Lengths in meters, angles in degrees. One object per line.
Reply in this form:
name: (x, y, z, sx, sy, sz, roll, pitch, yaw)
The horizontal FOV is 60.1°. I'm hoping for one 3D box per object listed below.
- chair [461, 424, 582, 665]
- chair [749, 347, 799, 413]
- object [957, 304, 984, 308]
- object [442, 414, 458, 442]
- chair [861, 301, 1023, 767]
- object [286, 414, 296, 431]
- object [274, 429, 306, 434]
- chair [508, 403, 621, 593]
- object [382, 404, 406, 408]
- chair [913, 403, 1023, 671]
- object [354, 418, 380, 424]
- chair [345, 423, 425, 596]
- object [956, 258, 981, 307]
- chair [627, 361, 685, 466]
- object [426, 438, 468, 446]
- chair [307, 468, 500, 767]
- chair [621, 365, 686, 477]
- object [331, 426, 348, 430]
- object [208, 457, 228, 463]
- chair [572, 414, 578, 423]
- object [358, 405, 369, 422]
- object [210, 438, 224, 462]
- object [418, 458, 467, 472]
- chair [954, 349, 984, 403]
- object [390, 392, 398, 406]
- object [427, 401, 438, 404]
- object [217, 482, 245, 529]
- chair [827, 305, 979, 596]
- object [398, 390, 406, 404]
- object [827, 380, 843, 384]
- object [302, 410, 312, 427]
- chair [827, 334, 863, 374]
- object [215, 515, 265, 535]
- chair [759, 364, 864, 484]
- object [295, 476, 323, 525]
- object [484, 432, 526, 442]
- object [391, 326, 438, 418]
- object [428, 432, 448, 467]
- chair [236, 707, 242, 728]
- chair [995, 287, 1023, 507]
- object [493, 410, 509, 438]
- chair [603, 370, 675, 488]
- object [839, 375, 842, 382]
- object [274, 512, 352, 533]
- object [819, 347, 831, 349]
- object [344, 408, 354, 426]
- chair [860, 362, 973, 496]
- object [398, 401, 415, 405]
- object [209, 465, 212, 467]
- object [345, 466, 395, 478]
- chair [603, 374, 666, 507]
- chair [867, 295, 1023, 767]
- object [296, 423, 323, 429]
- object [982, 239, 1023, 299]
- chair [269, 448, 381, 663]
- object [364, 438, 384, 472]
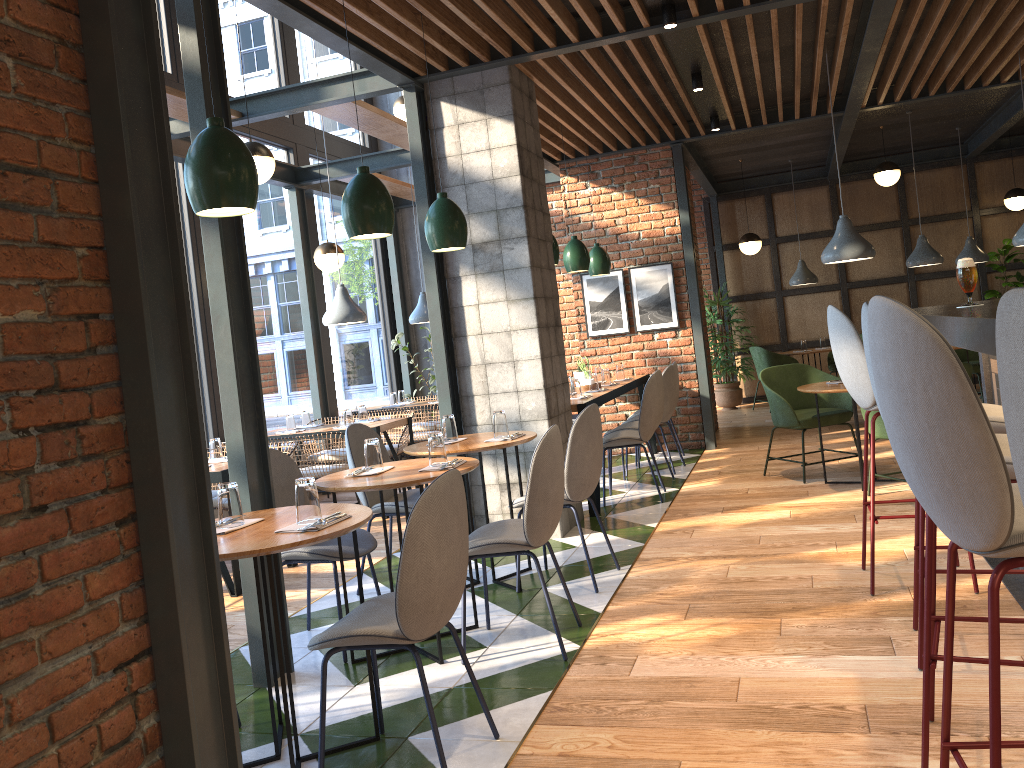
chair: (-0.008, 0.629, 3.628, 0.507, 0.887, 0.419, -6, 1, 14)
chair: (3.321, -0.091, 11.114, 0.515, 0.818, 0.638, -7, 1, -7)
object: (1.537, -0.286, 2.560, 0.321, 0.106, 1.514, -5, 3, 21)
object: (-0.329, 0.231, 4.665, 0.080, 0.138, 0.080, -7, 1, -4)
chair: (1.252, 0.372, 2.328, 0.506, 1.243, 0.419, -6, 0, 29)
object: (-1.790, 0.313, 7.161, 0.080, 0.138, 0.080, -7, 1, -7)
object: (-1.798, 0.382, 7.142, 0.242, 0.019, 0.158, -5, 3, 20)
chair: (0.234, 0.558, 4.485, 0.506, 0.887, 0.419, -6, 1, 24)
object: (-1.211, 0.223, 8.986, 0.242, 0.019, 0.158, -6, 3, 17)
chair: (1.556, 0.301, 3.051, 0.506, 1.243, 0.419, -6, 0, 24)
object: (-1.195, 0.304, 7.322, 0.242, 0.019, 0.158, -5, 3, 20)
chair: (-0.599, 0.638, 4.787, 0.507, 0.887, 0.419, -6, 1, 19)
object: (1.679, -0.377, 3.263, 0.070, 0.178, 0.070, -6, 1, 21)
chair: (1.292, 0.259, 8.043, 0.507, 0.887, 0.419, -6, 1, 14)
object: (-0.339, 0.298, 4.686, 0.157, 0.019, 0.243, -5, 3, 23)
chair: (-0.357, 0.716, 2.676, 0.507, 0.887, 0.419, -6, 1, 19)
chair: (1.165, 0.300, 7.510, 0.506, 0.887, 0.419, -6, 1, 25)
object: (-1.304, 0.334, 6.981, 0.242, 0.019, 0.158, -6, 3, 17)
object: (-1.786, 0.465, 5.462, 0.242, 0.019, 0.158, -5, 3, 20)
chair: (0.528, 0.339, 8.193, 0.506, 0.887, 0.419, -6, 1, 24)
object: (-1.230, 0.243, 7.307, 0.080, 0.138, 0.080, -7, 1, -7)
object: (-1.821, 0.403, 5.447, 0.080, 0.138, 0.080, -7, 1, -7)
object: (-0.294, 0.341, 3.731, 0.157, 0.019, 0.243, -6, 3, 15)
chair: (4.841, -0.170, 9.247, 0.516, 0.818, 0.637, -7, 1, -22)
object: (-1.205, 0.154, 9.006, 0.080, 0.138, 0.080, -7, 1, -40)
object: (-0.726, 0.175, 8.830, 0.242, 0.019, 0.158, -6, 3, 18)
object: (-0.911, 0.388, 2.856, 0.080, 0.138, 0.080, -6, 1, 4)
chair: (1.707, 0.243, 3.871, 0.507, 1.243, 0.419, -6, 0, 18)
object: (-1.158, 0.135, 9.294, 0.080, 0.138, 0.080, -7, 1, -9)
object: (2.342, -0.023, 6.217, 0.243, 0.019, 0.157, -7, 3, -13)
object: (-1.735, 0.292, 7.470, 0.080, 0.138, 0.080, -6, 1, 20)
chair: (4.335, -0.213, 11.265, 0.515, 0.818, 0.638, -7, 1, -7)
object: (-0.920, 0.455, 2.876, 0.157, 0.019, 0.243, -5, 3, 22)
chair: (2.203, 0.264, 6.582, 0.639, 0.818, 0.514, -7, 1, -17)
object: (-0.639, 0.362, 2.764, 0.080, 0.138, 0.080, -7, 1, -36)
object: (-0.040, 0.271, 4.538, 0.157, 0.019, 0.243, -5, 3, 23)
object: (-0.816, 0.087, 10.050, 0.857, 1.497, 0.901, -6, 1, 37)
object: (-0.319, 0.276, 3.758, 0.080, 0.138, 0.080, -7, 1, -32)
chair: (-1.241, 0.802, 2.967, 0.507, 0.887, 0.419, -6, 1, 14)
chair: (0.821, 0.494, 0.862, 0.507, 1.243, 0.419, -6, 0, 16)
object: (-0.060, 0.206, 4.566, 0.080, 0.138, 0.080, -7, 1, -14)
chair: (0.970, 0.350, 6.970, 0.506, 0.887, 0.419, -6, 1, 24)
object: (2.320, -0.086, 6.190, 0.080, 0.138, 0.080, -6, 1, 0)
object: (-0.618, 0.428, 2.736, 0.157, 0.019, 0.243, -5, 3, 22)
object: (3.961, -0.456, 11.184, 0.157, 0.019, 0.242, -7, 3, -16)
object: (-1.294, 0.265, 7.000, 0.080, 0.138, 0.080, -6, 1, 20)
chair: (2.526, 0.283, 5.462, 0.639, 0.818, 0.515, -7, 1, -12)
object: (-1.124, 0.196, 9.309, 0.242, 0.019, 0.158, -6, 3, 18)
object: (-1.891, 0.492, 5.162, 0.242, 0.019, 0.158, -6, 3, 17)
object: (-0.611, 0.372, 3.834, 0.157, 0.019, 0.243, -6, 3, 15)
chair: (0.836, 0.393, 6.411, 0.507, 0.887, 0.419, -6, 1, 14)
chair: (0.982, 0.427, 1.613, 0.507, 1.243, 0.419, -6, 0, 14)
object: (-1.701, 0.354, 7.486, 0.242, 0.019, 0.158, -6, 3, 17)
object: (6.061, -0.874, 10.733, 1.054, 1.794, 0.723, -6, 1, 28)
chair: (-0.858, 0.711, 3.906, 0.507, 0.887, 0.419, -6, 1, 19)
object: (-0.599, 0.305, 3.816, 0.080, 0.138, 0.080, -6, 1, 28)
